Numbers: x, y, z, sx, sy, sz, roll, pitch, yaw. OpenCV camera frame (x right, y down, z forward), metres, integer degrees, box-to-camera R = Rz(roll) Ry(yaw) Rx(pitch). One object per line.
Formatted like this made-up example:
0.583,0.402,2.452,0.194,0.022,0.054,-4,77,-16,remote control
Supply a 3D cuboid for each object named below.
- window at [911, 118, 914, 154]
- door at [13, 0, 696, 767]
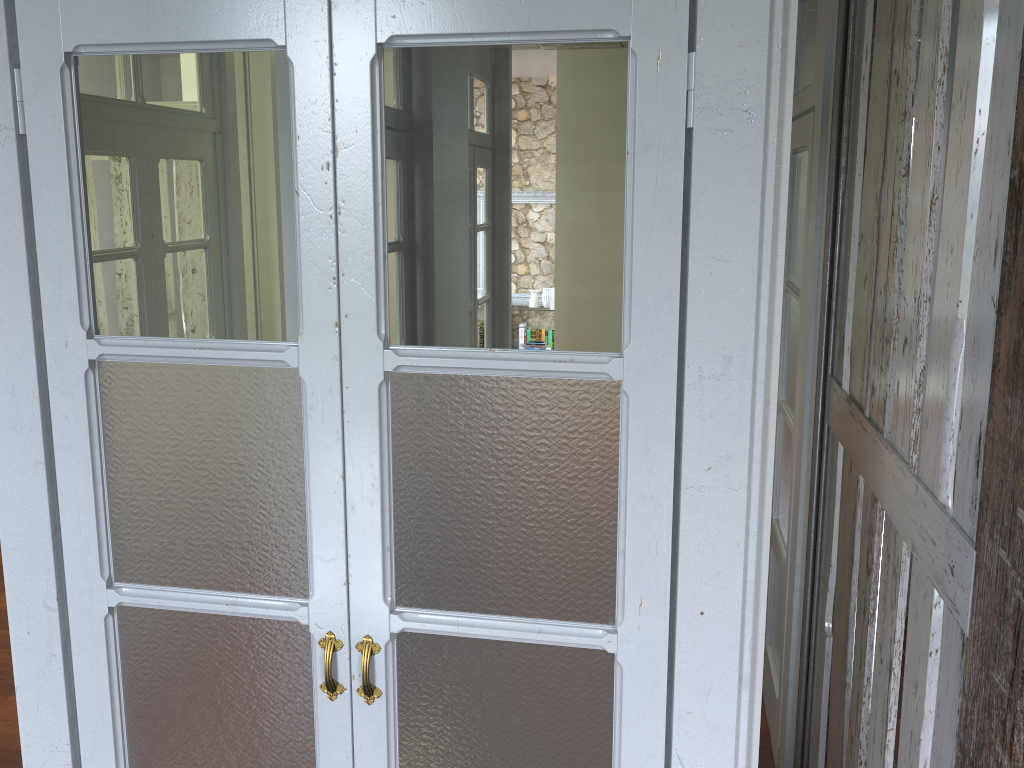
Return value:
2.693,-1.483,7.347,1.539,1.921,0.128,2,10,10,window
-0.262,0.449,1.466,1.058,2.159,0.041,2,10,10,door
